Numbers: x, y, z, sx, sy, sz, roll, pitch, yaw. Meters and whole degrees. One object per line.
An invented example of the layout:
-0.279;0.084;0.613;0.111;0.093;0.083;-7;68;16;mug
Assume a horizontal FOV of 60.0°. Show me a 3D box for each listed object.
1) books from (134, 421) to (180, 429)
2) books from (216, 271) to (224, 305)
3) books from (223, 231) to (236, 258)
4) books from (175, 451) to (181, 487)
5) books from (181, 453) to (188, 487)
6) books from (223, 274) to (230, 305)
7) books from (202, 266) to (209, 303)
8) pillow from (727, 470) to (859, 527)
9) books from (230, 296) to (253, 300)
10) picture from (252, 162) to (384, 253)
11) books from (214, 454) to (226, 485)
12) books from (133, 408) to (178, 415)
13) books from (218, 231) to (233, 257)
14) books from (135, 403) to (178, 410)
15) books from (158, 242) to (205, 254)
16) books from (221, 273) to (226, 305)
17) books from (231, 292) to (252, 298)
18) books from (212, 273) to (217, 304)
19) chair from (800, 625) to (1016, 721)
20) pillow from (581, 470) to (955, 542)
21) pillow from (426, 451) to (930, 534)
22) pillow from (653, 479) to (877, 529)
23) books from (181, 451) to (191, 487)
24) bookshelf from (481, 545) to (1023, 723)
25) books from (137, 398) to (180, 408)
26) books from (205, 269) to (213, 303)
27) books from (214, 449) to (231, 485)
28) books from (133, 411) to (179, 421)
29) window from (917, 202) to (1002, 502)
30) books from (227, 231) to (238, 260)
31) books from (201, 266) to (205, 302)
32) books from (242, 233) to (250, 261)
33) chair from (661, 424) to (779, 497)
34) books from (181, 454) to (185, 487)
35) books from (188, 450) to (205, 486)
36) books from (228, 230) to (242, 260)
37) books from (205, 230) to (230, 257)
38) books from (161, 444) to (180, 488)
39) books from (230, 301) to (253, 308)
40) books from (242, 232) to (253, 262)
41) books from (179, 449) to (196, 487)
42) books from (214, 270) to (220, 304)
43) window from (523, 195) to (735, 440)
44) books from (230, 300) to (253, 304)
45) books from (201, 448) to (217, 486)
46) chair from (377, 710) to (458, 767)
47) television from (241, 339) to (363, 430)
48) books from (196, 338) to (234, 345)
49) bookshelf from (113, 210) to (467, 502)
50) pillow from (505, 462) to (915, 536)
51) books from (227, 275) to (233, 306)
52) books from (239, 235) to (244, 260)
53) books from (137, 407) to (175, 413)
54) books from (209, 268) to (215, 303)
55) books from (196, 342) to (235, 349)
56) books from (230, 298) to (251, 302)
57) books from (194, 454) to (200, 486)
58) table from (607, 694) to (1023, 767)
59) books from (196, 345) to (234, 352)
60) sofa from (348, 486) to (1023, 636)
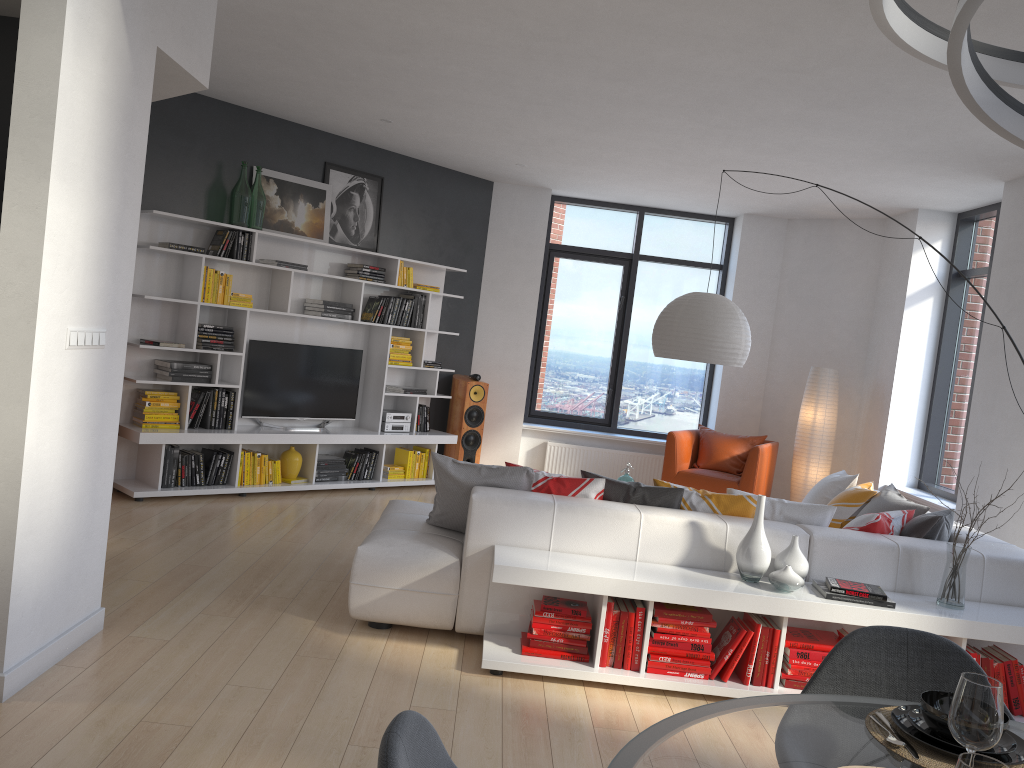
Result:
-2.629;0.300;6.559;0.270;0.029;0.204;4;4;-41;books
-2.261;-0.736;6.749;0.185;0.250;0.035;10;4;44;books
-2.183;-1.060;6.754;0.154;0.212;0.074;10;4;43;books
-2.518;0.616;6.597;0.202;0.268;0.053;10;4;44;books
-2.473;0.636;6.631;0.170;0.236;0.049;10;4;44;books
-2.224;-0.726;6.787;0.172;0.234;0.024;10;4;44;books
-2.350;-0.752;6.652;0.213;0.270;0.025;10;4;44;books
1.764;0.774;5.469;0.580;0.456;2.156;8;3;25;pillow
-2.128;-0.670;6.879;0.134;0.014;0.187;10;4;44;books
-1.611;-1.525;7.469;0.076;0.707;1.279;10;4;44;picture
-2.289;0.644;6.827;0.179;0.243;0.071;10;4;43;books
-2.641;0.206;6.570;0.263;0.015;0.198;4;4;-43;books
-2.211;-1.063;6.742;0.171;0.214;0.087;10;4;44;books
-2.632;0.167;6.569;0.180;0.019;0.251;10;4;44;books
-2.424;-0.994;6.506;0.268;0.046;0.208;4;4;-43;books
-2.243;-0.730;6.772;0.169;0.239;0.023;10;4;44;books
-2.137;-0.692;6.885;0.138;0.026;0.186;10;4;44;books
-2.285;-0.724;6.704;0.156;0.229;0.024;10;4;44;books
0.869;1.042;1.867;0.655;0.891;0.619;7;3;5;chair
1.377;0.770;4.677;2.120;0.436;0.608;7;3;-5;pillow
0.954;0.697;4.993;2.953;0.453;0.647;6;3;-13;pillow
1.569;0.781;5.217;2.095;0.440;0.630;4;4;-44;pillow
-2.452;0.634;6.642;0.169;0.242;0.050;10;4;43;books
1.181;1.169;4.022;2.600;0.500;0.356;7;3;-1;bookshelf
-2.620;0.141;6.574;0.250;0.035;0.185;4;4;-43;books
-2.330;-0.744;6.681;0.198;0.255;0.044;10;4;44;books
-2.270;0.642;6.862;0.191;0.249;0.084;10;4;44;books
-2.633;0.237;6.564;0.198;0.044;0.255;10;4;44;books
3.777;-0.232;7.036;0.170;2.402;1.310;7;3;-1;window
-2.150;-1.061;6.789;0.156;0.221;0.021;10;4;44;books
-2.362;-0.752;6.626;0.204;0.270;0.029;10;4;44;books
-2.096;-1.057;6.847;0.169;0.218;0.038;10;4;44;books
1.971;0.858;8.340;0.896;0.858;0.843;9;3;31;chair
-2.495;0.633;6.618;0.189;0.240;0.053;10;4;44;books
-2.392;0.634;6.713;0.191;0.249;0.083;10;4;44;books
-2.136;-1.066;6.810;0.176;0.232;0.025;10;4;44;books
-2.230;-1.065;6.715;0.166;0.213;0.096;10;4;42;books
-2.580;0.589;6.535;0.259;0.321;0.128;10;4;44;books
-2.136;-0.619;6.881;0.147;0.033;0.190;10;4;44;books
-2.071;-1.062;6.862;0.174;0.230;0.019;10;4;44;books
-2.439;0.629;6.670;0.193;0.255;0.066;10;4;43;books
-2.282;-0.738;6.731;0.180;0.251;0.019;10;4;44;books
1.219;-0.672;9.412;1.960;2.402;0.170;7;3;-1;window
-2.135;-0.642;6.883;0.148;0.011;0.196;10;4;44;books
-2.349;0.631;6.785;0.197;0.260;0.066;10;4;44;books
0.068;0.973;1.288;0.619;0.891;0.655;7;3;0;chair
-1.750;0.021;7.462;0.207;0.704;1.102;10;4;44;television
-2.304;-0.331;6.783;0.209;0.030;0.266;10;4;42;books
-1.646;-0.138;7.382;0.455;2.052;3.000;10;4;44;bookshelf
1.050;0.757;4.665;2.250;0.449;0.575;7;3;-4;pillow
-2.208;-0.725;6.808;0.172;0.234;0.024;10;4;44;books
-2.117;-1.050;6.825;0.147;0.200;0.021;10;4;44;books
-2.631;0.190;6.548;0.228;0.024;0.152;4;4;-42;books
-2.310;-0.745;6.704;0.199;0.263;0.015;10;4;44;books
-2.289;-0.301;6.777;0.189;0.025;0.270;10;4;43;books
-2.123;-0.653;6.865;0.169;0.018;0.113;4;4;-45;books
-2.414;0.637;6.686;0.177;0.242;0.066;10;4;44;books
0.811;1.123;1.254;1.499;0.764;1.499;6;3;-12;table
-2.291;-0.276;6.776;0.189;0.026;0.263;10;4;42;books
0.921;0.943;5.494;3.424;0.732;2.614;7;3;-1;sofa
